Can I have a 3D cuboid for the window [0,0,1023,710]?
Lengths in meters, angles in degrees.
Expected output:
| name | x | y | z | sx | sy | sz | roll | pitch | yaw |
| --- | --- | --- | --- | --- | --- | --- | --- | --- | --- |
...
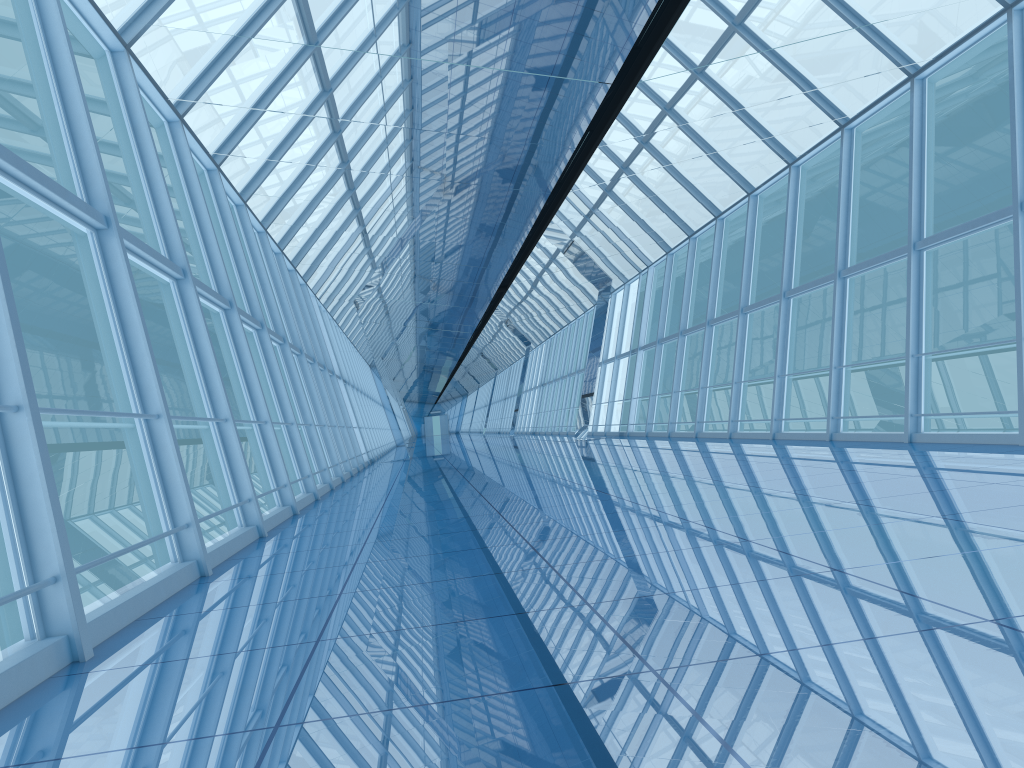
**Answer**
| name | x | y | z | sx | sy | sz | roll | pitch | yaw |
| --- | --- | --- | --- | --- | --- | --- | --- | --- | --- |
| window | -3.485 | 0.868 | 50.114 | 9.955 | 4.969 | 104.452 | -5 | -3 | -7 |
